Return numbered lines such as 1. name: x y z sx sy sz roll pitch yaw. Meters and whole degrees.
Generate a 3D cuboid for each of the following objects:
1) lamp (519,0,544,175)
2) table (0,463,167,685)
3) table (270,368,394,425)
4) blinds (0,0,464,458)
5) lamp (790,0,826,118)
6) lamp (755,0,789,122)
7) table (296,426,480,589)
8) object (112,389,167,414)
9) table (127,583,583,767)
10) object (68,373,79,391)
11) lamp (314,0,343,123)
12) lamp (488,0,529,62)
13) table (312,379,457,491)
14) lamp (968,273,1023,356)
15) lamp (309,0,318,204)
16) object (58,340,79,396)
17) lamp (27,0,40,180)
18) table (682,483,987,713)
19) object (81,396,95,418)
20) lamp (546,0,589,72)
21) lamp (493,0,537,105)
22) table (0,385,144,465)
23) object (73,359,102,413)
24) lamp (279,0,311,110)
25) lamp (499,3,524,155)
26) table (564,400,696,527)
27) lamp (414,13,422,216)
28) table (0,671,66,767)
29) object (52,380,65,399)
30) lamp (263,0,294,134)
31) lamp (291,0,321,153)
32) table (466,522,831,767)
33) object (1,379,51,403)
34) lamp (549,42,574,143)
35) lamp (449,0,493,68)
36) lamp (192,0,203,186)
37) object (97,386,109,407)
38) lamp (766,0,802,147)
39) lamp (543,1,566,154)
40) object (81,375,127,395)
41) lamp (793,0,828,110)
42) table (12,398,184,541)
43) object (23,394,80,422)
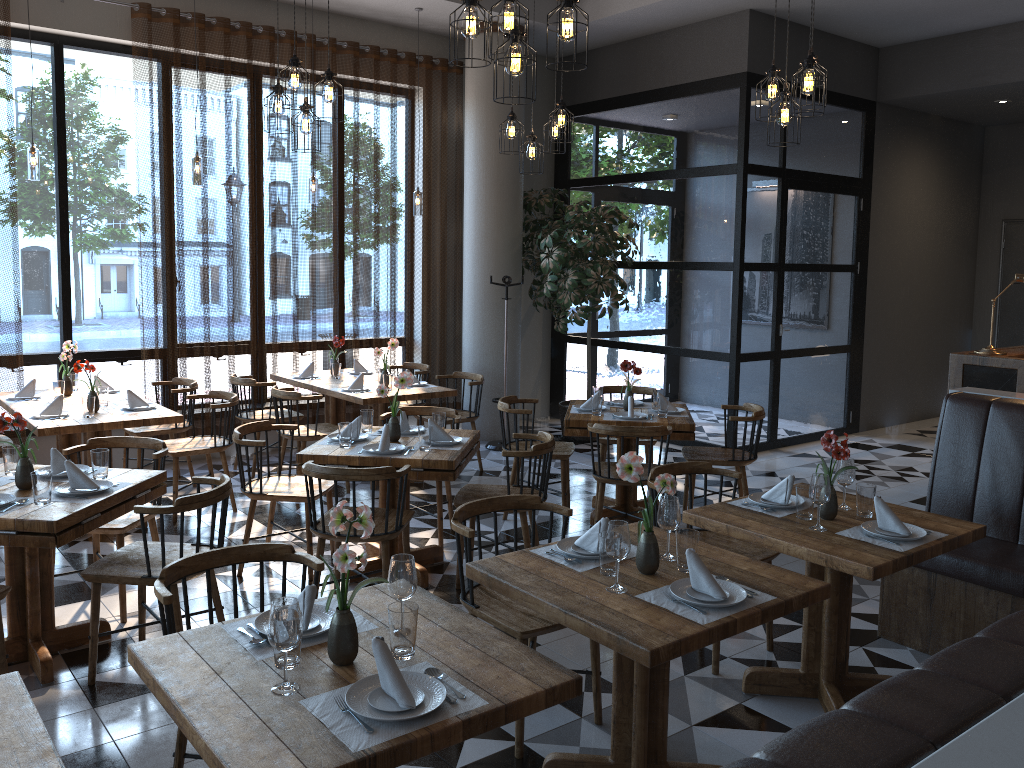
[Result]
1. lamp: 0.164 -2.632 6.664 0.175 2.062 0.175 -2 6 -26
2. table: -2.133 0.836 3.917 0.864 0.761 0.868 2 7 7
3. table: -1.565 0.307 7.850 0.851 0.761 0.853 -4 9 -38
4. blinds: -3.399 -1.241 6.970 7.275 3.567 0.160 -5 8 -38
5. lamp: 1.593 -2.464 4.641 0.175 2.062 0.175 -2 6 -28
6. lamp: 1.526 -2.567 5.064 0.175 2.062 0.176 0 5 -6
7. table: -0.671 0.702 5.062 0.864 0.761 0.868 2 7 7
8. object: -2.513 0.098 5.961 0.272 0.136 0.353 -5 9 -38
9. table: -0.425 1.084 2.303 0.851 0.761 0.853 -4 9 -38
10. object: -3.321 -0.014 6.710 0.080 0.131 0.080 1 6 -3
11. lamp: -1.109 -2.647 5.351 0.175 2.062 0.175 5 7 35
12. lamp: -0.002 -2.483 3.860 0.175 2.062 0.175 5 7 35
13. table: -1.036 0.407 7.180 0.851 0.761 0.853 -4 9 -38
14. lamp: 2.869 -0.272 5.087 0.445 0.753 0.170 4 6 27
15. lamp: -1.690 -2.526 7.521 0.078 1.956 0.078 5 7 37
16. object: -3.238 -0.117 6.491 0.146 0.398 0.207 -3 7 -34
17. lamp: -3.377 -2.422 6.194 0.078 1.956 0.078 -2 6 -31
18. table: 1.300 0.926 3.654 0.851 0.761 0.853 -4 9 -38
19. object: -2.681 0.146 5.610 0.080 0.131 0.080 5 8 37
20. lamp: 0.243 -2.341 3.584 0.175 2.062 0.176 1 5 2
21. lamp: 0.027 -2.222 3.653 0.175 2.062 0.175 5 7 35
22. table: -3.260 0.462 6.522 0.851 0.761 0.853 -4 9 -38
23. object: -2.765 0.013 5.757 0.156 0.354 0.171 4 7 30
24. lamp: -1.292 -2.692 5.247 0.175 2.062 0.175 -4 7 -43
25. lamp: 0.011 -2.743 6.494 0.175 2.062 0.175 4 6 31
26. table: 0.808 0.567 6.220 0.864 0.761 0.868 2 7 7
27. lamp: -0.864 -2.544 8.173 0.078 1.956 0.078 0 5 -6
28. table: -1.293 1.163 1.623 0.851 0.761 0.853 -4 9 -38
29. object: -3.217 0.045 6.289 0.080 0.131 0.080 1 6 -3
30. lamp: -1.479 -2.641 5.584 0.175 2.062 0.175 2 6 13
31. lamp: -1.282 -2.495 5.499 0.175 2.062 0.175 -4 7 -43
32. table: 0.432 1.005 2.974 0.851 0.761 0.853 -4 9 -38
33. object: -3.477 0.034 6.324 0.272 0.136 0.353 -5 9 -38
34. lamp: 0.383 -2.846 6.559 0.175 2.062 0.175 -2 6 -26
35. lamp: -0.163 -2.411 3.732 0.175 2.062 0.175 3 6 24
36. lamp: -2.466 -2.539 6.904 0.078 1.956 0.078 6 7 41
37. object: -2.784 0.087 6.031 0.080 0.131 0.080 5 8 37
38. lamp: 1.535 -2.365 4.866 0.175 2.062 0.176 1 5 5
39. lamp: 0.345 -2.818 6.768 0.175 2.062 0.175 -3 7 -37
40. object: -3.062 -0.005 6.657 0.272 0.136 0.353 -5 9 -38
41. lamp: 1.722 -2.610 4.986 0.175 2.062 0.176 1 5 5
42. table: -2.732 0.562 5.853 0.851 0.761 0.853 -4 9 -38
43. object: -2.928 0.137 5.629 0.272 0.136 0.353 -5 9 -38
